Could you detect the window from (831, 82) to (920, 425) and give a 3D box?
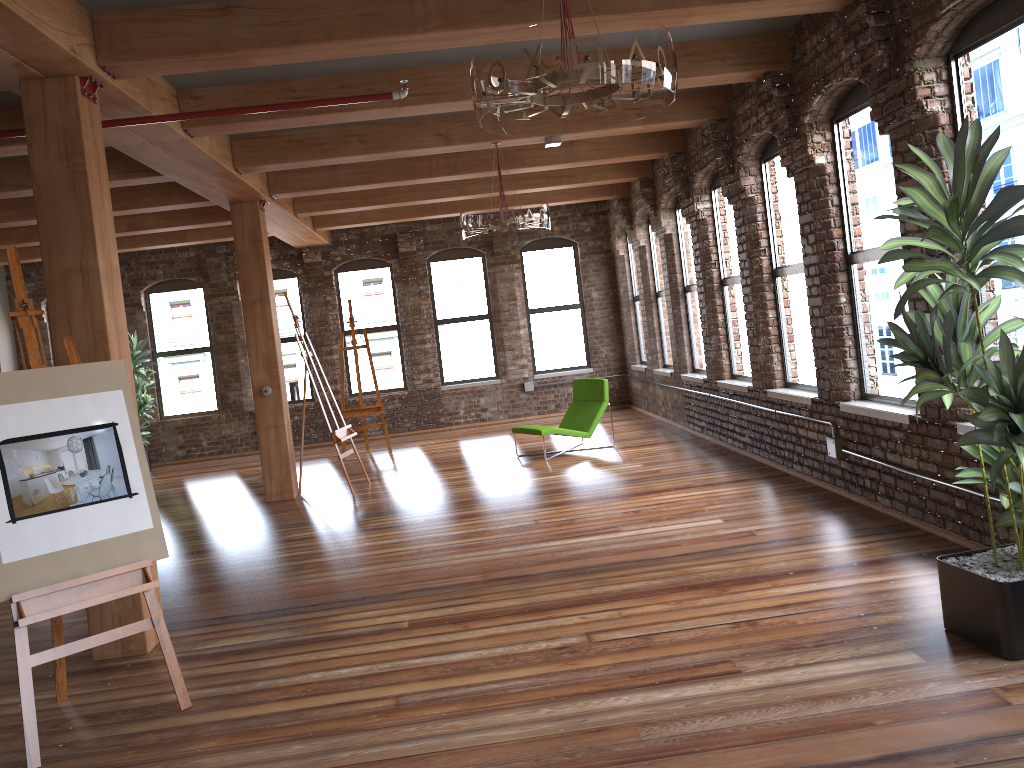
[{"bbox_3d":[2.371,-0.893,5.853,0.232,2.213,0.969,-7,2,-4],"label":"window"}]

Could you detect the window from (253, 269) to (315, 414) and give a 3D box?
[{"bbox_3d":[-3.692,-0.702,13.929,0.969,2.225,0.221,-7,1,-4],"label":"window"}]

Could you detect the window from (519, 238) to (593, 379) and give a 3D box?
[{"bbox_3d":[0.690,-1.241,14.227,0.969,2.216,0.219,-7,1,-4],"label":"window"}]

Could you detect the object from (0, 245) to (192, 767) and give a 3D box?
[{"bbox_3d":[-1.995,0.416,3.921,0.704,2.139,0.683,-8,2,-44],"label":"object"}]

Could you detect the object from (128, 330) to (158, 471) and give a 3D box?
[{"bbox_3d":[-5.758,0.281,13.071,1.083,2.101,0.965,-7,2,-26],"label":"object"}]

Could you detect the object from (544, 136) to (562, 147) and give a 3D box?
[{"bbox_3d":[0.366,-2.163,7.885,0.145,0.072,0.147,-7,3,-4],"label":"object"}]

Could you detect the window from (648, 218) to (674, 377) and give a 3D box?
[{"bbox_3d":[1.967,-1.228,11.706,0.232,2.213,0.969,-7,2,-4],"label":"window"}]

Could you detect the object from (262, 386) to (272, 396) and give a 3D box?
[{"bbox_3d":[-2.503,0.073,9.025,0.095,0.095,0.061,-7,2,-4],"label":"object"}]

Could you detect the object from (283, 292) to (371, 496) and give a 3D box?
[{"bbox_3d":[-2.022,0.071,9.250,0.684,2.139,0.663,-7,1,6],"label":"object"}]

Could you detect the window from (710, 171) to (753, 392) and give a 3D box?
[{"bbox_3d":[2.168,-1.060,8.781,0.230,2.213,0.969,-7,2,-4],"label":"window"}]

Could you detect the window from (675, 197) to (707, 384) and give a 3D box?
[{"bbox_3d":[2.068,-1.144,10.241,0.233,2.213,0.969,-7,2,-4],"label":"window"}]

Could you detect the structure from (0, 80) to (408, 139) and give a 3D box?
[{"bbox_3d":[-4.022,-1.451,5.363,6.810,0.112,0.051,-7,2,-4],"label":"structure"}]

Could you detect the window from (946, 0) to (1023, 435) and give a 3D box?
[{"bbox_3d":[2.473,-0.809,4.389,0.235,2.213,0.969,-7,2,-4],"label":"window"}]

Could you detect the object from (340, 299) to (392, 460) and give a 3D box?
[{"bbox_3d":[-2.100,-0.106,12.104,0.662,2.139,0.685,-7,1,-9],"label":"object"}]

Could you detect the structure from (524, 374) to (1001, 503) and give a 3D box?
[{"bbox_3d":[2.267,0.320,7.528,1.635,0.313,13.716,-7,4,-10],"label":"structure"}]

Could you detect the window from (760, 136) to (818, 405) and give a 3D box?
[{"bbox_3d":[2.272,-0.977,7.317,0.236,2.213,0.969,-7,2,-4],"label":"window"}]

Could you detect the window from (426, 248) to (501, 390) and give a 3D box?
[{"bbox_3d":[-0.782,-1.062,14.127,0.969,2.216,0.219,-7,1,-4],"label":"window"}]

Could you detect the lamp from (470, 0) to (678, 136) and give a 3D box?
[{"bbox_3d":[0.208,-1.475,3.483,0.808,0.814,0.812,-5,3,39],"label":"lamp"}]

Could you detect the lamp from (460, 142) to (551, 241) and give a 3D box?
[{"bbox_3d":[-0.091,-1.723,7.820,0.808,0.814,0.812,-5,3,32],"label":"lamp"}]

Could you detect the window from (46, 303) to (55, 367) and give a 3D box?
[{"bbox_3d":[-6.635,-0.378,13.797,0.969,2.167,0.086,-7,1,-4],"label":"window"}]

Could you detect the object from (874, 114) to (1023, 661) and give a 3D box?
[{"bbox_3d":[2.008,-0.014,3.635,0.966,2.101,1.082,-6,2,9],"label":"object"}]

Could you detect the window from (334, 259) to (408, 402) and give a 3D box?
[{"bbox_3d":[-2.240,-0.879,14.027,0.969,2.225,0.221,-7,1,-4],"label":"window"}]

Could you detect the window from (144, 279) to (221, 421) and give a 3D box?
[{"bbox_3d":[-5.156,-0.558,13.897,0.969,2.167,0.086,-7,1,-4],"label":"window"}]

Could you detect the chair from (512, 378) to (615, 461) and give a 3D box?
[{"bbox_3d":[0.561,0.386,10.149,0.958,0.795,0.679,-8,3,-29],"label":"chair"}]

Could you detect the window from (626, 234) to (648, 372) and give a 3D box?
[{"bbox_3d":[1.864,-1.313,13.196,0.232,2.213,0.969,-7,2,-4],"label":"window"}]
